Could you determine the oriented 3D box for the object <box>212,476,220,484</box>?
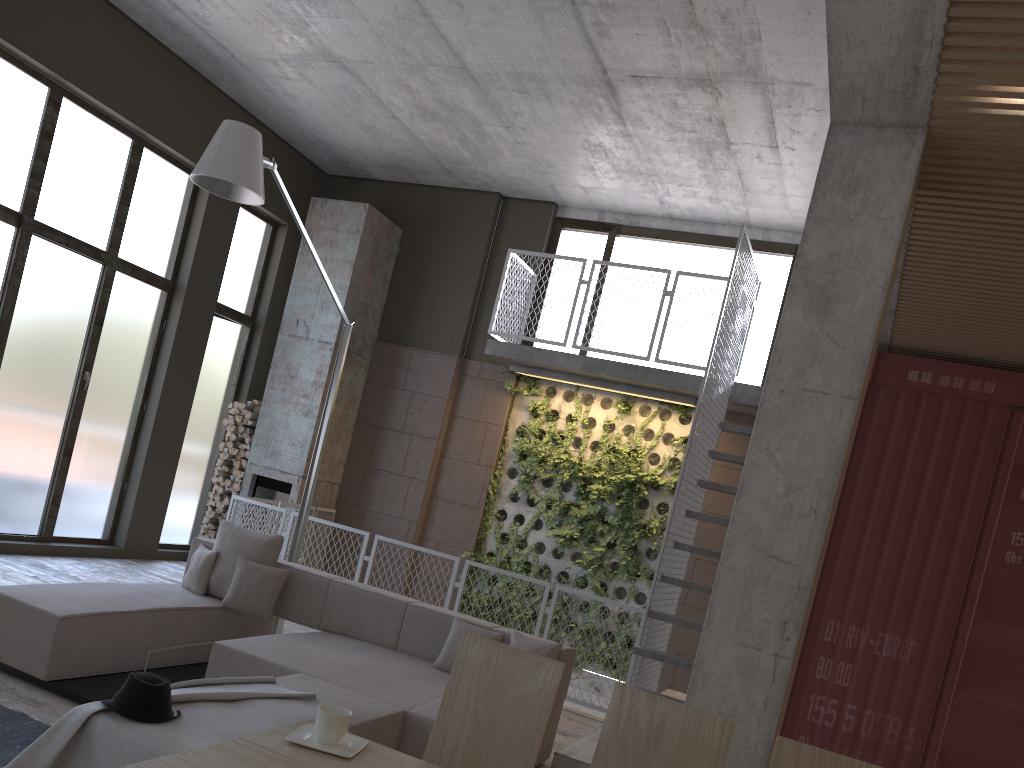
[{"bbox_3d":[-3.491,1.197,10.731,0.090,0.091,0.446,12,-7,24],"label":"object"}]

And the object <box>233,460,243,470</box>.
[{"bbox_3d":[-3.224,0.980,10.556,0.097,0.106,0.299,13,-7,22],"label":"object"}]

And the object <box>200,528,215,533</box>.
[{"bbox_3d":[-3.600,1.786,10.616,0.070,0.072,0.431,12,-7,24],"label":"object"}]

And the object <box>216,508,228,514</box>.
[{"bbox_3d":[-3.408,1.548,10.634,0.113,0.079,0.443,12,-7,22],"label":"object"}]

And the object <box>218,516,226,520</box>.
[{"bbox_3d":[-3.426,1.640,10.643,0.063,0.074,0.366,13,-7,25],"label":"object"}]

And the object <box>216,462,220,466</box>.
[{"bbox_3d":[-3.444,0.993,10.727,0.066,0.071,0.431,13,-7,24],"label":"object"}]

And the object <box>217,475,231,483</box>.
[{"bbox_3d":[-3.404,1.184,10.702,0.089,0.089,0.464,12,-7,24],"label":"object"}]

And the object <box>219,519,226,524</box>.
[{"bbox_3d":[-3.395,1.675,10.567,0.097,0.106,0.299,13,-7,22],"label":"object"}]

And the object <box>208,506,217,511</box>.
[{"bbox_3d":[-3.590,1.568,10.760,0.069,0.117,0.371,13,-6,23],"label":"object"}]

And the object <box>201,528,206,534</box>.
[{"bbox_3d":[-3.633,1.826,10.717,0.066,0.084,0.433,13,-7,25],"label":"object"}]

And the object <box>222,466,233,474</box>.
[{"bbox_3d":[-3.356,1.065,10.699,0.113,0.079,0.443,12,-7,24],"label":"object"}]

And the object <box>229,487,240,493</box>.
[{"bbox_3d":[-3.255,1.291,10.600,0.120,0.067,0.371,11,-8,24],"label":"object"}]

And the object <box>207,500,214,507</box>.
[{"bbox_3d":[-3.558,1.470,10.744,0.079,0.106,0.445,13,-7,23],"label":"object"}]

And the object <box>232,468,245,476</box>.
[{"bbox_3d":[-3.200,1.096,10.619,0.091,0.093,0.446,12,-7,24],"label":"object"}]

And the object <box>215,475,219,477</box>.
[{"bbox_3d":[-3.462,1.131,10.706,0.066,0.084,0.433,13,-7,25],"label":"object"}]

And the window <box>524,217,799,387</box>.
[{"bbox_3d":[1.936,-0.790,9.715,3.526,1.746,0.111,12,0,22],"label":"window"}]

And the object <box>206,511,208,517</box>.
[{"bbox_3d":[-3.564,1.599,10.667,0.066,0.067,0.431,13,-7,22],"label":"object"}]

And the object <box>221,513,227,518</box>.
[{"bbox_3d":[-3.371,1.607,10.596,0.088,0.056,0.339,12,-8,24],"label":"object"}]

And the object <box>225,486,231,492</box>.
[{"bbox_3d":[-3.348,1.287,10.641,0.063,0.074,0.366,13,-7,21],"label":"object"}]

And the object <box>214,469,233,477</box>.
[{"bbox_3d":[-3.429,1.092,10.606,0.070,0.072,0.431,12,-7,24],"label":"object"}]

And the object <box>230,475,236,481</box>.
[{"bbox_3d":[-3.255,1.166,10.628,0.066,0.067,0.431,12,-7,24],"label":"object"}]

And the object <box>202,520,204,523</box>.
[{"bbox_3d":[-3.616,1.687,10.738,0.066,0.071,0.431,13,-7,24],"label":"object"}]

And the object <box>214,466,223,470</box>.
[{"bbox_3d":[-3.462,1.055,10.699,0.120,0.067,0.370,12,-8,22],"label":"object"}]

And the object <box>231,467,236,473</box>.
[{"bbox_3d":[-3.257,1.073,10.671,0.100,0.086,0.370,12,-7,24],"label":"object"}]

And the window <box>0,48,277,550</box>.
[{"bbox_3d":[-4.992,-0.934,6.550,0.207,4.144,9.378,14,-6,22],"label":"window"}]

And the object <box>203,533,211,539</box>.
[{"bbox_3d":[-3.575,1.879,10.713,0.089,0.089,0.464,12,-7,24],"label":"object"}]

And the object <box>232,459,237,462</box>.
[{"bbox_3d":[-3.255,0.946,10.632,0.063,0.074,0.366,13,-7,25],"label":"object"}]

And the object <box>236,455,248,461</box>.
[{"bbox_3d":[-3.200,0.912,10.586,0.088,0.056,0.339,12,-8,24],"label":"object"}]

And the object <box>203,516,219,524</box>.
[{"bbox_3d":[-3.568,1.673,10.689,0.089,0.089,0.464,12,-7,25],"label":"object"}]

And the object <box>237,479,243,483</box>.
[{"bbox_3d":[-3.176,1.169,10.480,0.062,0.048,0.255,12,-7,22],"label":"object"}]

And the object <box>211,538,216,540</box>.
[{"bbox_3d":[-3.472,1.919,10.632,0.090,0.089,0.464,13,-7,21],"label":"object"}]

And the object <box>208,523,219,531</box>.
[{"bbox_3d":[-3.527,1.760,10.709,0.113,0.079,0.443,12,-7,24],"label":"object"}]

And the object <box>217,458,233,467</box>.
[{"bbox_3d":[-3.396,0.979,10.678,0.089,0.089,0.464,12,-7,25],"label":"object"}]

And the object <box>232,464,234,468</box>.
[{"bbox_3d":[-3.284,1.014,10.723,0.102,0.102,0.297,12,-7,24],"label":"object"}]

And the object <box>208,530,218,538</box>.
[{"bbox_3d":[-3.493,1.837,10.664,0.092,0.083,0.489,12,-7,24],"label":"object"}]

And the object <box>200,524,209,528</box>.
[{"bbox_3d":[-3.633,1.749,10.710,0.120,0.067,0.370,12,-8,22],"label":"object"}]

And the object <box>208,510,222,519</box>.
[{"bbox_3d":[-3.494,1.602,10.637,0.092,0.083,0.489,12,-7,22],"label":"object"}]

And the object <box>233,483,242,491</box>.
[{"bbox_3d":[-3.201,1.241,10.484,0.099,0.102,0.298,13,-7,22],"label":"object"}]

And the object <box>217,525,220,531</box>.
[{"bbox_3d":[-3.429,1.768,10.682,0.100,0.086,0.370,12,-7,24],"label":"object"}]

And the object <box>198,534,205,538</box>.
[{"bbox_3d":[-3.662,1.891,10.741,0.090,0.091,0.446,12,-7,24],"label":"object"}]

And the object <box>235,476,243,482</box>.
[{"bbox_3d":[-3.182,1.178,10.598,0.066,0.067,0.431,12,-7,24],"label":"object"}]
